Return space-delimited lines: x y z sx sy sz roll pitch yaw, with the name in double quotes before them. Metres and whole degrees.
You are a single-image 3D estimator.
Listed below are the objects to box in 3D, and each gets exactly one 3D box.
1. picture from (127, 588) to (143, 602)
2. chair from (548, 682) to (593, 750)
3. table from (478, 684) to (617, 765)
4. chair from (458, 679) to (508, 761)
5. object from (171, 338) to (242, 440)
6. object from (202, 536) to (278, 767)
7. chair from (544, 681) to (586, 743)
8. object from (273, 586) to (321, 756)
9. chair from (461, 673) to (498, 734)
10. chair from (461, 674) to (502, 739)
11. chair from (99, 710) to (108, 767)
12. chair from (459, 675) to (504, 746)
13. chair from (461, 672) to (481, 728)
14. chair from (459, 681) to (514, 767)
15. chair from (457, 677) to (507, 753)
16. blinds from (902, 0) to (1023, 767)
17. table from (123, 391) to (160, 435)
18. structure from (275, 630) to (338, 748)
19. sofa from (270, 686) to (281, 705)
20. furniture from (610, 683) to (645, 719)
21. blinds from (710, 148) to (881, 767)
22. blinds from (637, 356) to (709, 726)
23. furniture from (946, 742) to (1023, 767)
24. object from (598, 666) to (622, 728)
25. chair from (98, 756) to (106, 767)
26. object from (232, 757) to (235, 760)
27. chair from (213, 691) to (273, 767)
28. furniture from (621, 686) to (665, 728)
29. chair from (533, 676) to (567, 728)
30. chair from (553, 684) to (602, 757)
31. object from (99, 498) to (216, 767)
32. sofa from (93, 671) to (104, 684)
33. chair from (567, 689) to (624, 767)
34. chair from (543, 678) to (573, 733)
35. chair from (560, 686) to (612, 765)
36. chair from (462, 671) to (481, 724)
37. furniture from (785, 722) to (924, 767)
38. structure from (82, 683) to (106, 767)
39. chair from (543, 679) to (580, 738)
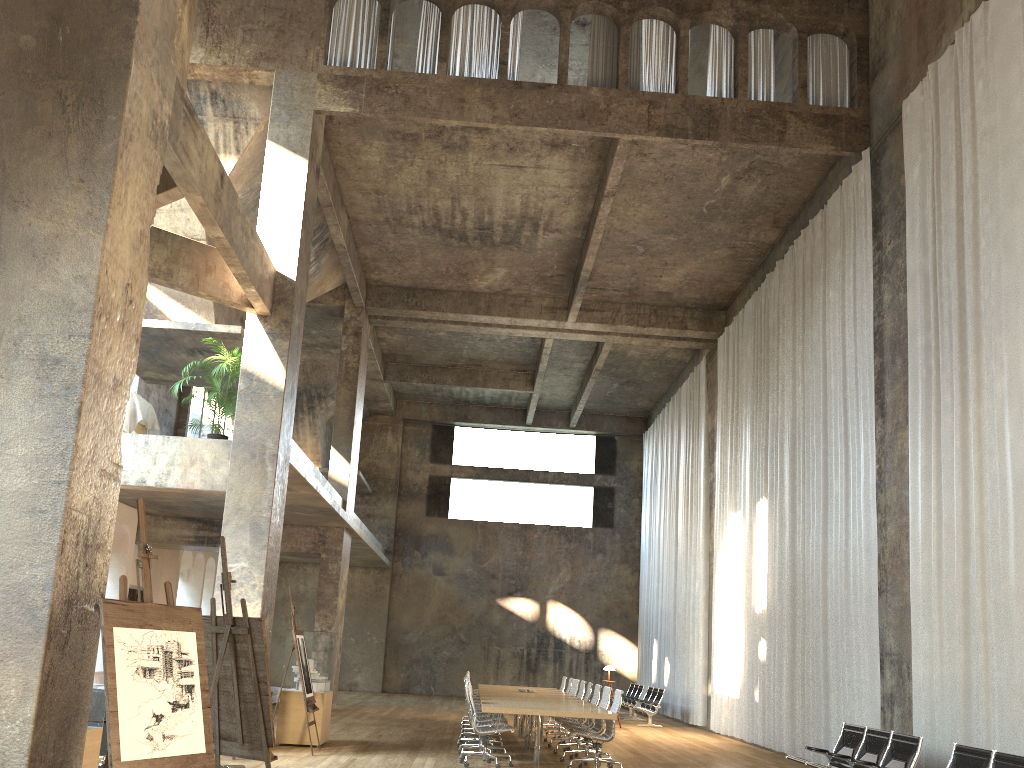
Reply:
"picture" -8.140 5.288 18.828 0.069 1.724 1.544 4 -13 -1
"chair" 0.937 5.203 13.823 0.698 0.999 0.684 2 -12 7
"table" 0.256 5.380 14.096 1.601 0.738 7.935 4 -17 -1
"chair" -0.371 4.537 11.917 0.698 0.999 0.684 2 -12 7
"object" -4.199 0.146 13.006 1.401 1.762 1.394 3 -13 4
"object" -2.091 2.212 6.476 0.704 2.091 0.700 -3 -12 30
"chair" 0.901 5.469 14.691 0.699 0.999 0.684 3 -12 4
"object" -2.779 3.713 11.462 0.685 2.091 0.719 4 -11 -3
"chair" -0.533 5.614 15.432 0.699 0.999 0.684 3 -12 4
"chair" -0.490 5.343 14.547 0.698 0.999 0.684 2 -12 7
"chair" -3.716 3.129 7.782 0.729 0.869 0.845 2 -14 5
"chair" -0.453 5.077 13.679 0.699 0.999 0.684 3 -12 4
"chair" -0.575 5.891 16.336 0.699 0.999 0.684 3 -12 2
"chair" -0.297 4.278 11.066 0.699 0.999 0.684 3 -12 4
"chair" -0.417 4.795 12.760 0.699 0.999 0.683 4 -12 -2
"blinds" 4.978 -0.644 6.882 0.275 8.417 8.048 4 -13 0
"table" -6.178 0.522 12.939 1.749 0.781 1.147 4 -15 -2
"structure" -2.855 4.242 12.294 0.594 1.507 0.762 4 -12 -2
"sofa" -6.219 6.718 19.595 2.068 0.702 1.102 4 -15 -2
"furniture" 2.885 8.145 22.673 0.708 0.819 1.925 4 -16 -2
"blinds" 4.593 1.966 15.399 0.275 8.417 8.048 4 -13 0
"blinds" 4.206 4.583 23.941 0.275 8.417 8.045 4 -13 -2
"furniture" 3.654 3.318 6.912 0.708 0.819 1.925 4 -16 -2
"object" 1.949 6.604 18.580 0.573 1.264 0.673 -3 -13 31
"chair" -3.884 3.569 9.238 0.731 0.869 0.843 5 -14 -8
"object" -3.467 3.813 10.582 0.571 1.264 0.675 4 -12 -2
"chair" -2.802 3.421 8.553 0.821 0.869 0.749 5 -13 -5
"furniture" 2.991 7.424 20.321 0.708 0.819 1.925 4 -16 -2
"chair" 0.742 6.267 17.304 0.699 0.999 0.684 3 -12 4
"chair" 0.980 4.932 12.938 0.699 0.999 0.684 3 -12 4
"object" -1.901 1.649 4.618 0.685 2.091 0.718 -1 -12 24
"sofa" -6.030 5.448 15.455 2.064 0.703 3.012 4 -17 -2
"chair" -1.771 4.197 11.062 12.953 1.005 32.407 4 -17 -1
"chair" 0.810 6.009 16.453 0.698 0.999 0.684 2 -12 7
"chair" 1.023 4.655 12.034 0.699 0.999 0.684 3 -12 2
"chair" -0.616 6.177 17.271 0.698 0.999 0.684 3 -12 4
"furniture" 3.547 4.039 9.264 0.708 0.819 1.925 4 -16 -2
"structure" -3.190 2.441 5.658 0.743 0.988 0.755 4 -13 -2
"chair" 0.848 5.750 15.610 0.699 0.999 0.683 4 -12 -2
